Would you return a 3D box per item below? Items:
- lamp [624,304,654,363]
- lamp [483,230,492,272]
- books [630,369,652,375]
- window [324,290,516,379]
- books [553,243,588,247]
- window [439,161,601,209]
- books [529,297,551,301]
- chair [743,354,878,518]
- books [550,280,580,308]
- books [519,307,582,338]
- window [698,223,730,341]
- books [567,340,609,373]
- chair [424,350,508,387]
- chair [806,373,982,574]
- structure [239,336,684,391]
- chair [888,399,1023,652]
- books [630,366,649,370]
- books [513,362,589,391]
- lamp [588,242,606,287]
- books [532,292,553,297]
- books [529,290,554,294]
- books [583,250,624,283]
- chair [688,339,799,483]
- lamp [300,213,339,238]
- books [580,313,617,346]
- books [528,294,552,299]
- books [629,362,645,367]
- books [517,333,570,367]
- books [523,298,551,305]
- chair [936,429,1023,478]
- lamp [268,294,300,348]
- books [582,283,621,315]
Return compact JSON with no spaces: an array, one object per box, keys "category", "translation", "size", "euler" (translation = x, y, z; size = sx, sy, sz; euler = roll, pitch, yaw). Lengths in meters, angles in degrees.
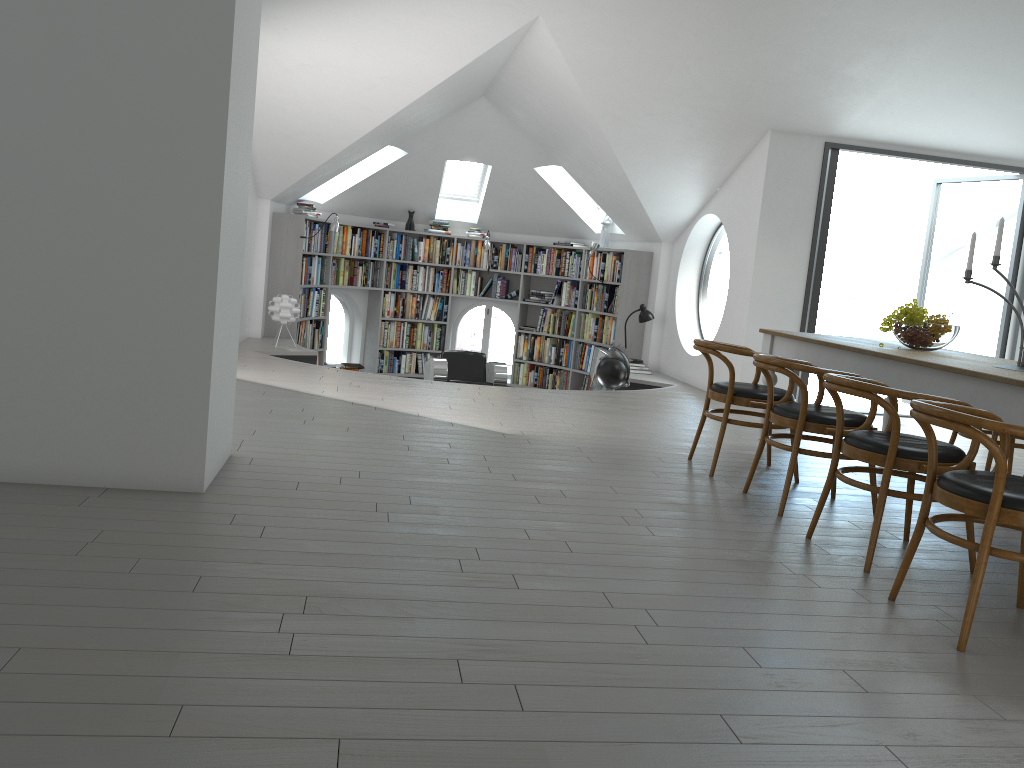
[{"category":"lamp","translation":[1.413,-0.569,9.915],"size":[0.323,0.658,0.234],"euler":[6,6,6]},{"category":"lamp","translation":[-0.329,-1.727,11.620],"size":[0.113,0.565,0.359],"euler":[5,6,-3]},{"category":"books","translation":[1.336,-0.165,9.958],"size":[0.365,0.042,0.389],"euler":[4,8,-9]},{"category":"window","translation":[-1.404,-0.678,11.924],"size":[3.229,1.147,0.619],"euler":[3,7,-23]},{"category":"books","translation":[0.765,-1.799,11.520],"size":[0.337,0.036,0.316],"euler":[13,10,43]},{"category":"window","translation":[-0.551,-2.680,10.947],"size":[4.053,0.711,1.939],"euler":[4,7,-9]},{"category":"books","translation":[0.409,-1.127,11.774],"size":[0.286,0.031,0.269],"euler":[9,8,25]},{"category":"chair","translation":[1.457,0.246,4.363],"size":[0.621,0.732,0.529],"euler":[5,7,-9]},{"category":"books","translation":[0.785,-1.170,11.477],"size":[0.554,0.350,0.256],"euler":[11,8,37]},{"category":"books","translation":[0.570,-0.822,11.601],"size":[0.976,0.351,0.252],"euler":[10,8,33]},{"category":"window","translation":[2.252,-1.005,9.200],"size":[0.104,1.466,1.476],"euler":[5,7,-9]},{"category":"books","translation":[1.096,-0.300,10.992],"size":[0.303,0.358,1.188],"euler":[2,8,-28]},{"category":"chair","translation":[-0.542,0.011,9.966],"size":[0.822,0.717,0.744],"euler":[4,7,-15]},{"category":"chair","translation":[1.551,0.350,3.646],"size":[0.621,0.732,0.529],"euler":[4,7,-14]},{"category":"structure","translation":[-0.594,0.027,9.851],"size":[4.721,0.691,4.713],"euler":[11,9,35]},{"category":"chair","translation":[1.593,0.451,2.926],"size":[0.621,0.732,0.529],"euler":[5,6,-7]},{"category":"books","translation":[1.339,-0.201,9.954],"size":[0.286,0.034,0.305],"euler":[3,8,-19]},{"category":"books","translation":[0.630,-0.052,11.531],"size":[1.501,0.310,0.360],"euler":[13,10,42]},{"category":"lamp","translation":[1.053,-1.448,10.718],"size":[0.275,0.524,0.113],"euler":[4,6,-19]},{"category":"books","translation":[0.415,-1.188,11.768],"size":[0.227,0.036,0.213],"euler":[12,10,40]},{"category":"books","translation":[0.418,-1.219,11.765],"size":[0.269,0.031,0.287],"euler":[2,9,-29]},{"category":"books","translation":[1.241,-1.427,10.833],"size":[0.292,0.361,1.018],"euler":[2,8,-27]},{"category":"chair","translation":[1.307,0.136,5.070],"size":[0.621,0.732,0.529],"euler":[5,6,-6]},{"category":"lamp","translation":[-2.116,-1.749,9.799],"size":[0.413,0.311,0.117],"euler":[4,6,-12]},{"category":"books","translation":[1.177,-0.665,10.898],"size":[0.275,0.346,1.024],"euler":[3,8,-24]},{"category":"books","translation":[0.412,-1.157,11.771],"size":[0.286,0.031,0.269],"euler":[12,10,40]},{"category":"books","translation":[1.342,-0.233,9.951],"size":[0.269,0.031,0.287],"euler":[6,8,1]},{"category":"books","translation":[0.468,-0.459,11.696],"size":[0.874,0.349,0.272],"euler":[10,8,32]},{"category":"books","translation":[0.405,-1.094,11.777],"size":[0.389,0.042,0.366],"euler":[10,9,30]},{"category":"chair","translation":[2.993,0.275,5.295],"size":[0.621,0.732,0.529],"euler":[5,7,-9]},{"category":"lamp","translation":[-2.301,-0.634,8.919],"size":[0.305,0.523,0.307],"euler":[3,7,-21]},{"category":"books","translation":[1.206,-1.046,10.861],"size":[0.279,0.357,1.056],"euler":[3,8,-24]}]
